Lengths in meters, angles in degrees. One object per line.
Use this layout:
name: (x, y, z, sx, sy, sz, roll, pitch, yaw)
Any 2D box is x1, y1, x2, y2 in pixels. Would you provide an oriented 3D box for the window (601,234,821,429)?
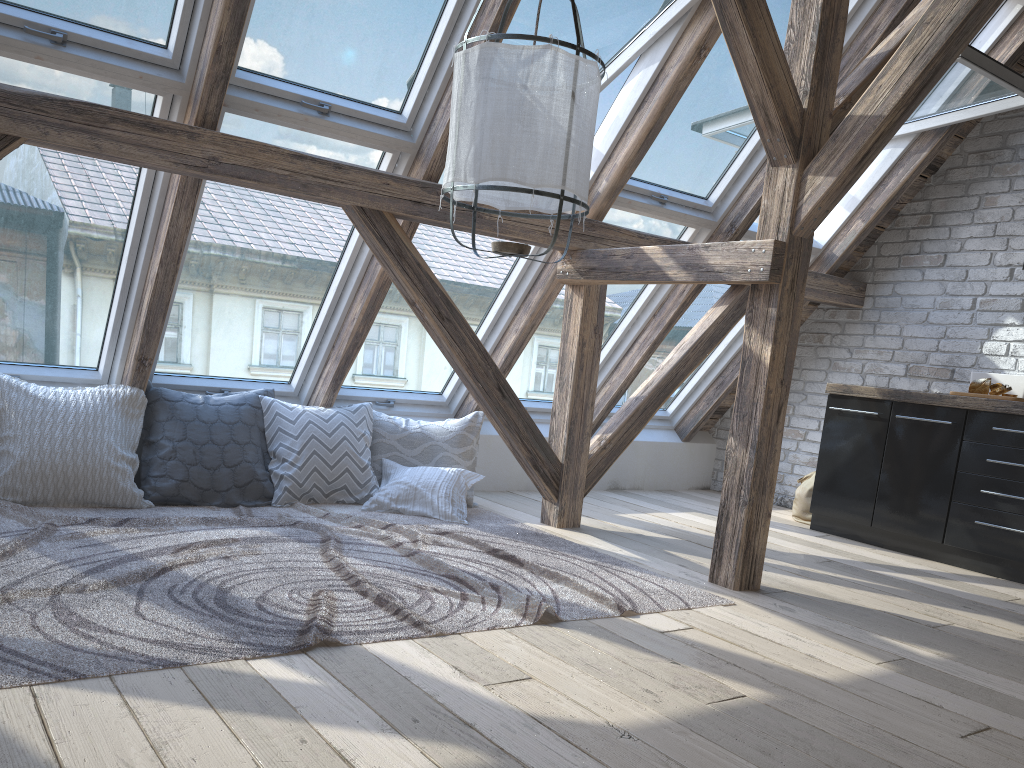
window: (1.133, -0.307, 5.535, 0.856, 1.297, 1.079, 1, 8, -36)

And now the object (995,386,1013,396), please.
object: (2.436, 0.037, 4.360, 0.072, 0.056, 0.082, 9, 5, 30)

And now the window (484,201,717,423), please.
window: (0.388, -0.369, 4.996, 0.856, 1.297, 1.079, 1, 8, -36)

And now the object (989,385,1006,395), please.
object: (2.408, 0.032, 4.363, 0.071, 0.058, 0.083, 9, 5, 30)

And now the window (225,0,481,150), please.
window: (-0.402, -1.595, 2.940, 0.856, 1.297, 1.079, 1, 8, -36)

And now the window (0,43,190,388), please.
window: (-1.847, -0.554, 3.376, 0.856, 1.297, 1.079, 1, 8, -36)

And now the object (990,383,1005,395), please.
object: (2.435, 0.029, 4.414, 0.074, 0.068, 0.079, 8, 5, 26)

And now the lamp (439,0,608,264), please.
lamp: (0.097, -1.290, 2.249, 0.407, 1.926, 0.393, 7, 9, 5)

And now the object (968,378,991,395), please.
object: (2.346, 0.010, 4.412, 0.089, 0.089, 0.086, 9, 6, 31)

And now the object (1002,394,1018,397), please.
object: (2.462, 0.059, 4.353, 0.068, 0.017, 0.077, 7, 3, 32)

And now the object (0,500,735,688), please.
object: (-1.082, 0.578, 3.188, 3.193, 0.057, 2.157, 5, 2, -36)

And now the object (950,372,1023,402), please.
object: (2.506, 0.016, 4.491, 0.376, 0.135, 0.590, 8, 3, 42)

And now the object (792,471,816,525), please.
object: (1.886, 0.657, 5.411, 0.338, 0.396, 0.387, 5, 5, -10)

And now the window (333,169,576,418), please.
window: (-0.357, -0.431, 4.456, 0.856, 1.297, 1.079, 1, 8, -36)

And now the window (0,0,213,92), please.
window: (-1.147, -1.657, 2.400, 0.856, 1.297, 1.079, 1, 8, -36)

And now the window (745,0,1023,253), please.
window: (1.797, -1.415, 4.608, 0.856, 1.296, 1.498, 1, 7, -36)

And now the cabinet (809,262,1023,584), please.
cabinet: (2.671, -0.256, 2.958, 2.095, 2.545, 4.154, 2, 6, -36)

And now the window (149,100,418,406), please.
window: (-1.102, -0.492, 3.916, 0.856, 1.297, 1.079, 1, 8, -36)

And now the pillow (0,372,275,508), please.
pillow: (-1.629, 0.254, 3.912, 1.275, 0.572, 0.460, 4, 6, -35)

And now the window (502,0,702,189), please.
window: (0.314, -1.538, 3.519, 0.856, 1.296, 1.385, 1, 7, -36)

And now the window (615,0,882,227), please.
window: (1.088, -1.472, 4.019, 0.856, 1.297, 1.079, 1, 8, -36)

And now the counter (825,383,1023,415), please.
counter: (2.410, 0.550, 3.208, 2.246, 0.865, 3.759, 4, 3, -36)

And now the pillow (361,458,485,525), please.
pillow: (-0.435, 0.537, 4.374, 0.536, 0.246, 0.470, 6, 3, 5)

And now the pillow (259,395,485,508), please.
pillow: (-0.716, 0.361, 4.527, 1.157, 0.542, 0.493, 4, 6, -31)
